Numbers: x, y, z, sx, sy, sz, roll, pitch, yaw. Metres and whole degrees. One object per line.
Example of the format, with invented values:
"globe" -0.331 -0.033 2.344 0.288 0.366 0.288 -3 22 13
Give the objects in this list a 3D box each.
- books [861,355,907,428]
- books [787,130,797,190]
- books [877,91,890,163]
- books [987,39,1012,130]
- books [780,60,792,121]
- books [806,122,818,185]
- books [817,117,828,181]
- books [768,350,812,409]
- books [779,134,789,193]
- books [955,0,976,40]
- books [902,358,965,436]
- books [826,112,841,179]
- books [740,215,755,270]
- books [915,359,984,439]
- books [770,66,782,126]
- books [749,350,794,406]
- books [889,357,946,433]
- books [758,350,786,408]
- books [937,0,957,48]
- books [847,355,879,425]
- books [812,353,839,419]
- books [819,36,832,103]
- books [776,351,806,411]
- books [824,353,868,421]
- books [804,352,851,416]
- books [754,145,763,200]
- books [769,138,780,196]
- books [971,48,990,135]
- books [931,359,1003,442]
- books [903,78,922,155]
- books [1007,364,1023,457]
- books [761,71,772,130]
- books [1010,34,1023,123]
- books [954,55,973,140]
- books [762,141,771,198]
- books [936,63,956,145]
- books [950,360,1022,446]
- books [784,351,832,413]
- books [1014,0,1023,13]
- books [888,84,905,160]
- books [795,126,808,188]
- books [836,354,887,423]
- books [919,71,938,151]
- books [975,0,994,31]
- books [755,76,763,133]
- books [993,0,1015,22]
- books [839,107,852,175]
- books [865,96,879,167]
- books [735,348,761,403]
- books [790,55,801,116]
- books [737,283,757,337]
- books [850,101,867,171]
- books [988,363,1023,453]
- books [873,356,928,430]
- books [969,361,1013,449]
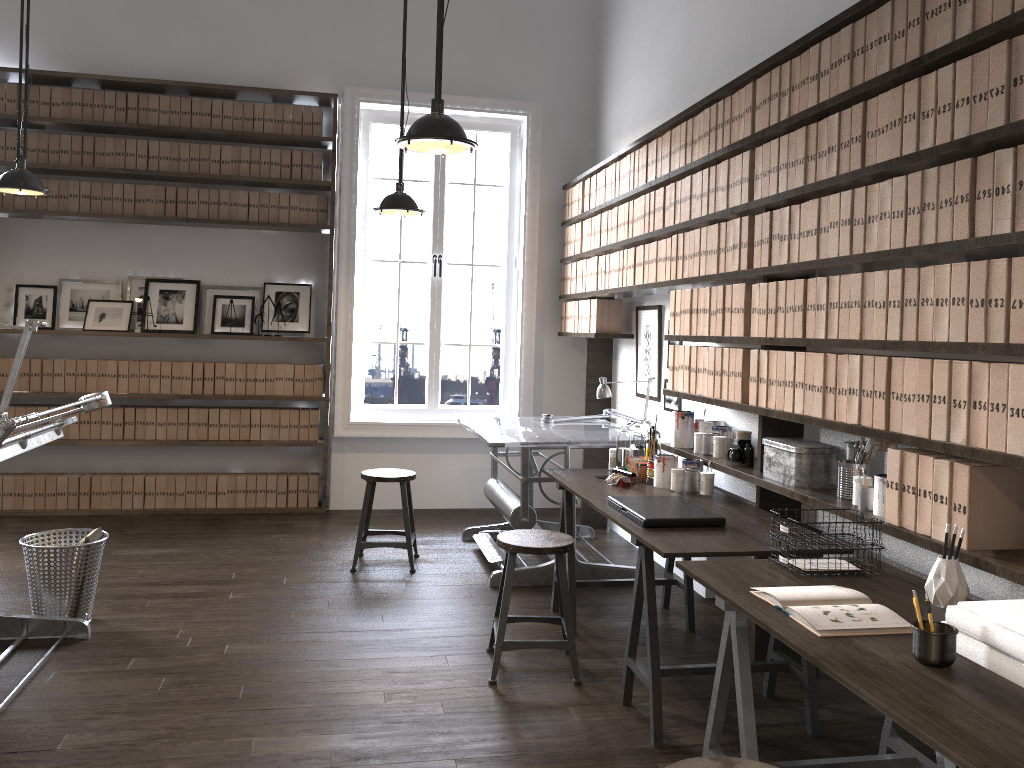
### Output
"books" 1.203 0.025 2.802 0.174 0.225 0.067 1 1 -11
"books" 1.125 -0.823 3.306 0.174 0.225 0.067 1 1 -11
"books" 1.234 -0.788 2.754 0.174 0.225 0.067 1 1 -11
"books" 1.324 -0.757 2.278 0.174 0.226 0.067 1 1 -11
"books" 1.119 -1.105 3.372 0.174 0.225 0.067 1 1 -11
"books" 1.153 -0.815 3.174 0.174 0.225 0.067 1 1 -11
"books" 1.166 -0.810 3.105 0.174 0.225 0.067 1 1 -11
"books" 1.083 -0.015 3.413 0.174 0.225 0.067 1 1 -11
"books" 1.112 -0.827 3.367 0.174 0.225 0.067 1 1 -11
"books" 1.309 -1.042 2.411 0.174 0.225 0.067 1 1 -11
"books" 1.242 0.038 2.591 0.174 0.225 0.067 1 1 -11
"books" 1.176 -0.806 3.034 0.174 0.225 0.067 1 1 -11
"books" 1.046 -0.580 3.678 0.174 0.225 0.067 1 1 -11
"books" 1.250 0.043 2.528 0.174 0.226 0.067 1 1 -11
"books" 1.101 -1.109 3.443 0.174 0.225 0.067 1 1 -11
"books" 1.048 -0.024 3.551 0.174 0.225 0.067 1 1 -11
"books" 1.232 0.034 2.656 0.174 0.225 0.067 1 1 -11
"books" 1.065 -0.019 3.481 0.174 0.225 0.067 1 1 -11
"books" 1.291 -1.047 2.482 0.174 0.225 0.067 1 1 -11
"books" 1.185 0.020 2.871 0.174 0.225 0.067 1 1 -11
"books" 1.142 0.007 3.076 0.174 0.226 0.067 1 1 -11
"books" 1.173 -1.087 3.095 0.174 0.225 0.067 1 1 -11
"books" 1.095 -0.010 3.344 0.174 0.225 0.067 1 1 -11
"books" 1.161 0.011 3.011 0.174 0.225 0.067 1 1 -11
"books" 1.134 0.003 3.142 0.174 0.225 0.067 1 1 -11
"books" 1.074 -0.841 3.576 0.174 0.225 0.067 1 1 -11
"books" 1.096 -0.832 3.438 0.174 0.226 0.067 1 1 -11
"books" 1.315 -0.761 2.345 0.174 0.225 0.067 1 1 -11
"books" 1.264 0.047 2.457 0.174 0.225 0.067 1 1 -11
"books" 1.256 -0.779 2.621 0.174 0.225 0.067 1 1 -11
"books" 1.321 0.065 2.181 0.174 0.226 0.067 1 1 -11
"books" 1.087 -1.114 3.514 0.174 0.226 0.067 1 1 -11
"books" 1.344 -0.752 2.211 0.174 0.225 0.067 1 1 -11
"books" 1.302 -0.765 2.406 0.174 0.225 0.067 1 1 -11
"books" 1.086 -0.836 3.507 0.174 0.225 0.067 1 1 -11
"books" 1.286 -0.770 2.477 0.174 0.226 0.067 1 1 -11
"books" 1.282 0.052 2.387 0.174 0.225 0.067 1 1 -11
"books" 1.104 -0.006 3.274 0.174 0.226 0.067 1 1 -11
"books" 1.351 -1.029 2.201 0.174 0.225 0.067 1 1 -11
"books" 1.242 -0.784 2.692 0.174 0.226 0.067 1 1 -11
"books" 1.134 -0.819 3.239 0.174 0.226 0.067 1 1 -11
"books" 1.175 0.016 2.941 0.174 0.225 0.067 1 1 -11
"books" 1.273 -0.774 2.550 0.174 0.225 0.067 1 1 -11
"books" 1.326 -1.038 2.344 0.174 0.225 0.067 1 1 -11
"books" 1.079 -1.118 3.577 0.174 0.225 0.067 1 1 -11
"books" 1.338 -1.034 2.275 0.174 0.225 0.067 1 1 -11
"books" 1.194 -0.801 2.965 0.174 0.225 0.067 1 1 -11
"books" 1.223 -0.792 2.819 0.174 0.225 0.067 1 1 -11
"books" 1.024 -0.032 3.682 0.174 0.226 0.067 1 1 -11
"books" 1.136 -1.100 3.305 0.174 0.225 0.067 1 1 -11
"books" 1.031 -0.302 3.676 0.174 0.226 0.067 1 1 -11
"books" 1.204 -0.797 2.891 0.174 0.226 0.067 1 1 -11
"books" 1.311 0.061 2.250 0.174 0.225 0.067 1 1 -11
"books" 1.212 0.030 2.727 0.174 0.226 0.067 1 1 -11
"books" 1.299 0.056 2.319 0.174 0.225 0.067 1 1 -11
